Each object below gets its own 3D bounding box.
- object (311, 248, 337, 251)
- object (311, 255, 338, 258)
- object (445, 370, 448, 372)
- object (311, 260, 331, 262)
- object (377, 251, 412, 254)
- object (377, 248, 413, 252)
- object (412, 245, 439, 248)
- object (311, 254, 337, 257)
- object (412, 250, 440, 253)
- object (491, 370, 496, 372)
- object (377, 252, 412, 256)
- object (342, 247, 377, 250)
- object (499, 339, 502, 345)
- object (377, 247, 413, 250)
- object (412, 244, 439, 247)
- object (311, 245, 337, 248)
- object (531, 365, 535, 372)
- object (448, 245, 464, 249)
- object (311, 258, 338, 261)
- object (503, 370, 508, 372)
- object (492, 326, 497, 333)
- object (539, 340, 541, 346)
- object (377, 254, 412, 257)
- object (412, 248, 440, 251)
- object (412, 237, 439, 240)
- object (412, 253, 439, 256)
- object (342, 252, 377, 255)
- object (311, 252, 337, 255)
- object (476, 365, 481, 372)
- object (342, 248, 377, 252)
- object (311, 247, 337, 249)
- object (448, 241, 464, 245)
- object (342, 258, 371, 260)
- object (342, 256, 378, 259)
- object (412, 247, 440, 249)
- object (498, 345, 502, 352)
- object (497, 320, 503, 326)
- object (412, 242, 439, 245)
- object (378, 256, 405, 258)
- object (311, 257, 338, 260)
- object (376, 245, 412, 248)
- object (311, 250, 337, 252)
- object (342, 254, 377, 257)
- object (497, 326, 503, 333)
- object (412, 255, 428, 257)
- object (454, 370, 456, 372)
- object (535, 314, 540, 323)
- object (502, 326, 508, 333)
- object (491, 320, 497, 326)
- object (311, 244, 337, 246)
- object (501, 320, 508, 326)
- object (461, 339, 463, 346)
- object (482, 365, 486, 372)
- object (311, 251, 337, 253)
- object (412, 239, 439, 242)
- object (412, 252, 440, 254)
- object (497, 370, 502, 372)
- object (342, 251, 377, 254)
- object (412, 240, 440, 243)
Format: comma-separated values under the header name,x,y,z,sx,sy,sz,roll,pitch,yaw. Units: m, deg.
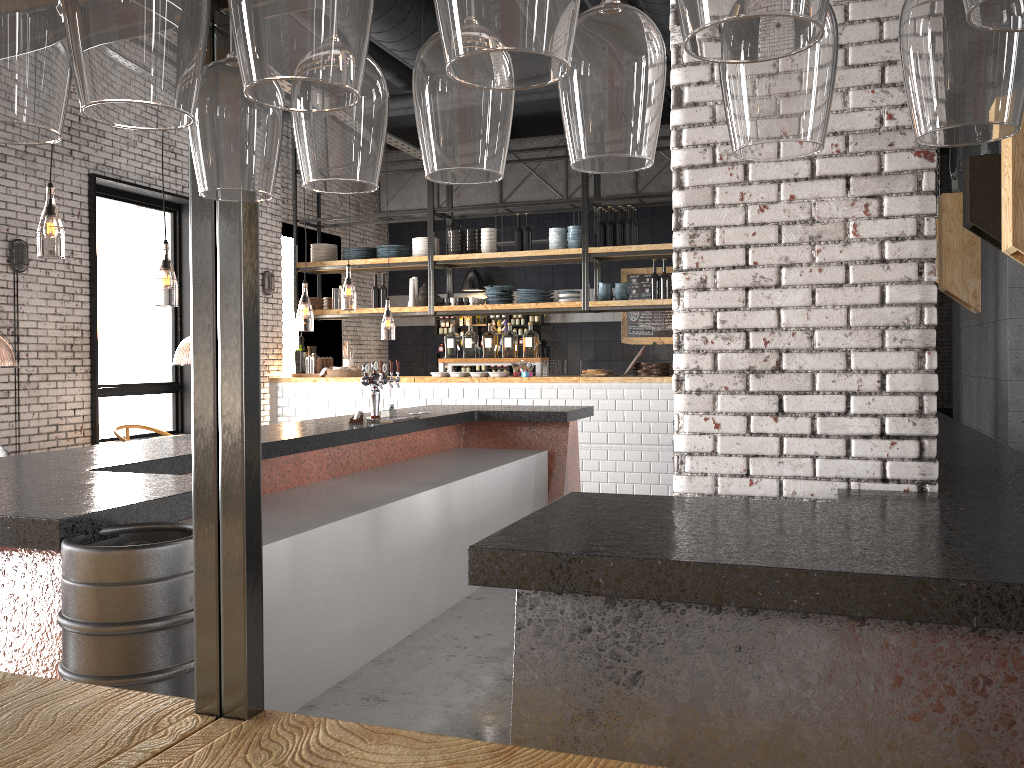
name,x,y,z,sx,sy,sz,roll,pitch,yaw
object,-2.405,-1.703,11.355,0.335,0.035,0.335,-1,2,-5
object,-2.405,-1.610,11.357,0.335,0.044,0.334,-1,2,-14
object,-1.017,-0.172,14.056,0.090,0.101,0.111,-1,1,-19
object,-2.404,-1.551,11.357,0.335,0.033,0.335,-1,2,-32
object,-1.454,-1.618,11.020,0.454,0.038,0.454,0,2,21
object,-1.454,-1.641,11.021,0.454,0.037,0.454,-1,2,-26
object,-1.057,-1.663,10.881,0.334,0.039,0.335,0,2,27
object,-2.405,-1.629,11.356,0.334,0.042,0.335,-1,2,-20
object,-1.057,-1.608,10.881,0.334,0.040,0.335,-1,2,-17
object,-0.283,-0.177,13.783,0.092,0.112,0.100,0,1,6
object,-1.454,-1.595,11.021,0.454,0.042,0.454,-1,2,-20
object,-1.916,-1.690,11.182,0.454,0.050,0.454,1,2,33
object,-0.151,-0.651,13.747,0.090,0.101,0.111,-1,1,-14
object,-1.454,-1.666,11.019,0.454,0.050,0.454,-1,2,-5
object,-1.058,-1.682,10.880,0.334,0.043,0.335,0,2,3
object,-2.405,-1.742,11.356,0.335,0.042,0.334,0,2,16
object,0.310,-0.328,13.575,0.079,0.281,0.079,0,1,38
object,-0.676,-1.627,10.752,0.196,0.104,0.196,-1,1,-17
object,-2.404,-1.571,11.357,0.335,0.042,0.334,-1,2,-32
object,-0.091,-0.174,13.716,0.089,0.108,0.107,-1,1,-20
object,-0.281,-0.847,13.777,0.089,0.108,0.107,-1,1,-20
object,0.393,-0.633,13.541,0.089,0.108,0.107,-1,1,-20
object,-1.452,-1.571,11.021,0.454,0.045,0.454,-1,2,-6
object,-1.057,-1.628,10.881,0.335,0.039,0.335,-1,2,-14
object,-1.058,-1.760,10.880,0.335,0.039,0.335,-1,2,-7
object,-1.056,-1.570,10.882,0.335,0.046,0.334,0,2,0
object,-1.914,-1.618,11.184,0.454,0.038,0.454,-1,2,-4
object,-2.405,-1.649,11.356,0.334,0.038,0.335,1,2,45
object,-0.525,-0.329,13.871,0.079,0.281,0.079,0,1,28
object,-1.916,-1.666,11.183,0.454,0.047,0.454,0,2,17
object,-2.406,-1.723,11.355,0.334,0.040,0.335,0,2,9
object,-0.675,-1.671,10.752,0.196,0.102,0.196,-2,2,-42
object,-1.914,-1.547,11.184,0.454,0.033,0.454,0,2,28
object,-1.915,-1.572,11.184,0.454,0.043,0.454,0,2,22
object,-1.057,-1.647,10.880,0.334,0.040,0.335,-1,2,-26
object,-0.191,-0.550,13.762,0.090,0.101,0.111,-1,1,-14
object,-0.186,-0.948,13.742,0.089,0.108,0.107,-1,1,-20
object,-1.057,-1.702,10.881,0.335,0.041,0.334,-1,2,-11
object,-1.453,-1.547,11.021,0.454,0.033,0.454,0,2,28
object,-2.405,-1.590,11.356,0.334,0.039,0.335,0,2,7
object,-1.454,-1.689,11.020,0.454,0.039,0.454,1,2,39
object,-2.405,-1.684,11.355,0.334,0.038,0.335,1,2,40
object,-1.915,-1.595,11.184,0.454,0.044,0.454,0,2,15
object,-0.189,-0.849,13.743,0.092,0.112,0.100,0,1,6
object,-1.056,-1.549,10.881,0.335,0.033,0.335,-1,2,-32
object,-0.922,-0.172,14.023,0.090,0.101,0.111,-1,1,-14
object,0.389,-1.069,13.543,0.079,0.281,0.079,0,1,13
object,-0.099,-0.847,13.713,0.092,0.108,0.105,0,1,31
object,-0.286,-0.951,13.776,0.092,0.112,0.100,0,1,6
object,-2.405,-1.762,11.355,0.334,0.039,0.335,0,2,10
object,-0.100,-0.948,13.712,0.092,0.108,0.105,0,1,31
object,-0.774,-0.659,13.951,0.092,0.112,0.100,0,1,6
object,-0.436,-0.329,13.839,0.079,0.281,0.079,-1,0,-12
object,-2.406,-1.665,11.357,0.335,0.043,0.334,-1,2,-31
object,-1.058,-1.740,10.880,0.334,0.039,0.335,-1,2,-6
object,-1.056,-1.589,10.880,0.335,0.037,0.335,-1,2,-14
object,-0.193,-0.175,13.752,0.092,0.108,0.105,0,1,31
object,-1.915,-1.642,11.182,0.454,0.043,0.454,0,2,25
object,-1.057,-1.721,10.881,0.335,0.044,0.334,-1,2,-10
